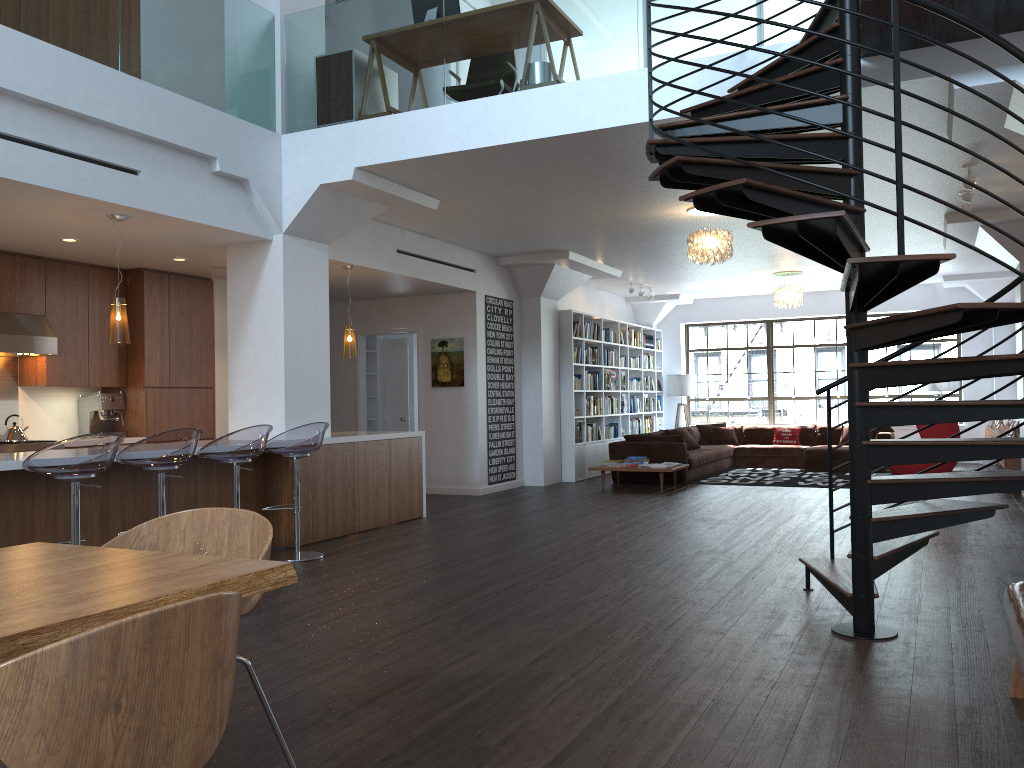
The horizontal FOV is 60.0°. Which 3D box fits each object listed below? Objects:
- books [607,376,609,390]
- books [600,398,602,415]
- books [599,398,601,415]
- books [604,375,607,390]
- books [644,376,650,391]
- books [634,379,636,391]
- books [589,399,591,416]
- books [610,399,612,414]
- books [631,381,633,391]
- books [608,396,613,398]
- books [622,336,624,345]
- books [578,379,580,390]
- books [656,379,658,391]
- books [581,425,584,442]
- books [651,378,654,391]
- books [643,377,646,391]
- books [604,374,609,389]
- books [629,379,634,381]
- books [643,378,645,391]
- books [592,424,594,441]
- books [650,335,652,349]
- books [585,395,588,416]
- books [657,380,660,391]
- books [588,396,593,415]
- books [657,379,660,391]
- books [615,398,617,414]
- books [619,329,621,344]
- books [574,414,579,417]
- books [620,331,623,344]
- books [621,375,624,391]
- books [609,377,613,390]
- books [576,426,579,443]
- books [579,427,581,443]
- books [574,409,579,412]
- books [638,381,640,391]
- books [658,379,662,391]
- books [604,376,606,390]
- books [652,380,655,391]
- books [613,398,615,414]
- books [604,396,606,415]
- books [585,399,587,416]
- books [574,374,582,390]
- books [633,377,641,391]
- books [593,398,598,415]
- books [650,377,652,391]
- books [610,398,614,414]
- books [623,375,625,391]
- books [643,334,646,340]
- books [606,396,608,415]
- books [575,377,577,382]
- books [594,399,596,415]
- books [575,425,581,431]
[{"bbox_3d":[1.422,-0.009,13.808,0.161,0.223,0.032,-2,-1,26],"label":"books"},{"bbox_3d":[1.285,0.345,13.521,0.183,0.253,0.034,-2,-1,26],"label":"books"},{"bbox_3d":[1.269,0.347,13.496,0.160,0.250,0.026,-2,-1,26],"label":"books"},{"bbox_3d":[1.385,-0.018,13.742,0.174,0.240,0.054,-2,-1,26],"label":"books"},{"bbox_3d":[2.363,-0.004,15.807,0.180,0.259,0.042,-2,-1,26],"label":"books"},{"bbox_3d":[2.021,0.021,15.044,0.139,0.191,0.036,-2,-1,26],"label":"books"},{"bbox_3d":[1.080,0.345,13.108,0.171,0.246,0.057,-2,-1,26],"label":"books"},{"bbox_3d":[1.482,0.357,13.940,0.174,0.240,0.045,-1,-1,25],"label":"books"},{"bbox_3d":[1.975,0.032,14.929,0.120,0.167,0.019,-2,-1,26],"label":"books"},{"bbox_3d":[1.515,0.332,14.007,0.176,0.290,0.036,-1,-1,25],"label":"books"},{"bbox_3d":[1.739,-0.741,14.517,0.161,0.207,0.130,-1,-1,25],"label":"books"},{"bbox_3d":[0.917,0.008,12.727,0.120,0.167,0.020,-2,-1,26],"label":"books"},{"bbox_3d":[2.576,0.018,16.216,0.161,0.222,0.084,-2,-1,26],"label":"books"},{"bbox_3d":[0.941,0.717,12.800,0.180,0.251,0.048,-2,-1,26],"label":"books"},{"bbox_3d":[2.444,0.010,15.964,0.174,0.236,0.142,-1,-1,25],"label":"books"},{"bbox_3d":[2.259,0.003,15.563,0.174,0.240,0.054,-2,-1,26],"label":"books"},{"bbox_3d":[1.424,-0.024,13.848,0.183,0.253,0.042,-2,-1,26],"label":"books"},{"bbox_3d":[2.000,0.013,15.009,0.140,0.206,0.042,-2,-1,26],"label":"books"},{"bbox_3d":[2.240,0.011,15.524,0.161,0.223,0.032,-2,-1,26],"label":"books"},{"bbox_3d":[1.131,0.724,13.188,0.171,0.246,0.039,-2,-1,26],"label":"books"},{"bbox_3d":[2.418,-0.750,15.958,0.183,0.253,0.042,-2,-1,26],"label":"books"},{"bbox_3d":[1.038,0.317,12.977,0.140,0.298,0.044,-2,-1,26],"label":"books"},{"bbox_3d":[2.610,0.027,16.310,0.167,0.210,0.162,-2,-1,26],"label":"books"},{"bbox_3d":[1.114,0.323,13.184,0.176,0.290,0.053,-2,-1,26],"label":"books"},{"bbox_3d":[2.613,0.020,16.350,0.182,0.226,0.173,-2,-1,26],"label":"books"},{"bbox_3d":[1.574,0.353,14.140,0.183,0.253,0.034,-1,-1,25],"label":"books"},{"bbox_3d":[1.671,-0.766,14.392,0.183,0.253,0.042,-2,-1,26],"label":"books"},{"bbox_3d":[0.839,0.446,12.656,0.197,0.035,0.284,-1,-1,16],"label":"books"},{"bbox_3d":[1.708,-0.756,14.471,0.174,0.236,0.136,-1,-1,25],"label":"books"},{"bbox_3d":[1.723,-0.016,14.446,0.174,0.251,0.051,-2,-1,26],"label":"books"},{"bbox_3d":[1.487,0.002,13.952,0.161,0.207,0.135,-1,-1,25],"label":"books"},{"bbox_3d":[0.865,0.721,12.620,0.174,0.240,0.054,-2,-1,26],"label":"books"},{"bbox_3d":[0.902,0.730,12.686,0.161,0.223,0.032,-2,-1,26],"label":"books"},{"bbox_3d":[0.834,0.379,12.653,0.174,0.032,0.254,-1,-1,21],"label":"books"},{"bbox_3d":[2.134,0.036,15.260,0.120,0.167,0.020,-2,-1,26],"label":"books"},{"bbox_3d":[2.657,0.025,16.388,0.182,0.215,0.188,-2,-1,26],"label":"books"},{"bbox_3d":[1.365,-0.010,13.703,0.161,0.223,0.032,-2,-1,26],"label":"books"},{"bbox_3d":[2.476,0.025,16.011,0.161,0.207,0.135,-1,-1,25],"label":"books"},{"bbox_3d":[1.537,0.349,14.049,0.180,0.259,0.060,-1,-1,25],"label":"books"},{"bbox_3d":[1.344,0.332,13.663,0.198,0.284,0.066,-1,-1,25],"label":"books"},{"bbox_3d":[1.000,0.342,12.939,0.189,0.247,0.057,-2,-1,26],"label":"books"},{"bbox_3d":[0.944,-0.024,12.809,0.140,0.231,0.042,-2,-1,26],"label":"books"},{"bbox_3d":[2.161,0.004,15.342,0.140,0.231,0.042,-2,-1,26],"label":"books"},{"bbox_3d":[1.207,0.344,13.370,0.183,0.253,0.034,-2,-1,26],"label":"books"},{"bbox_3d":[2.406,0.000,15.882,0.183,0.253,0.042,-2,-1,26],"label":"books"},{"bbox_3d":[1.508,0.350,13.971,0.183,0.253,0.034,-1,-1,25],"label":"books"},{"bbox_3d":[1.759,-0.013,14.545,0.183,0.253,0.039,-2,-1,26],"label":"books"},{"bbox_3d":[2.276,-0.753,15.687,0.183,0.253,0.042,-2,-1,26],"label":"books"},{"bbox_3d":[1.399,0.330,13.760,0.176,0.290,0.053,-1,-1,25],"label":"books"},{"bbox_3d":[0.861,-0.002,12.642,0.134,0.184,0.030,-2,-1,26],"label":"books"},{"bbox_3d":[1.174,0.347,13.295,0.171,0.246,0.057,-2,-1,26],"label":"books"},{"bbox_3d":[0.905,0.716,12.726,0.183,0.253,0.042,-2,-1,26],"label":"books"}]
